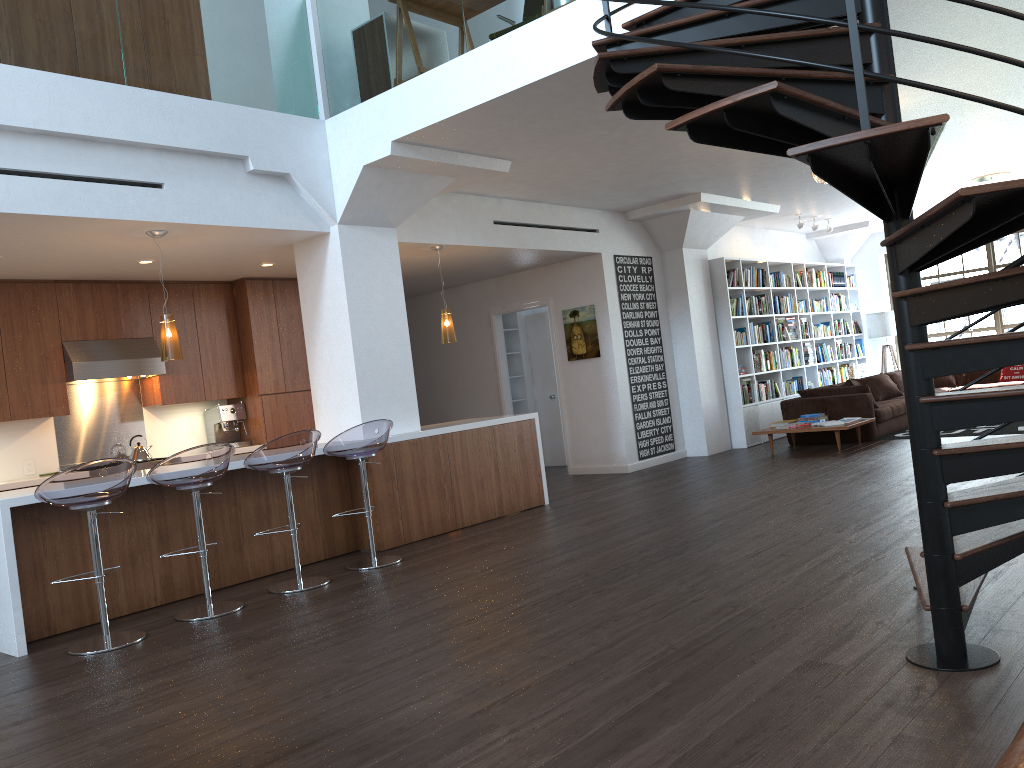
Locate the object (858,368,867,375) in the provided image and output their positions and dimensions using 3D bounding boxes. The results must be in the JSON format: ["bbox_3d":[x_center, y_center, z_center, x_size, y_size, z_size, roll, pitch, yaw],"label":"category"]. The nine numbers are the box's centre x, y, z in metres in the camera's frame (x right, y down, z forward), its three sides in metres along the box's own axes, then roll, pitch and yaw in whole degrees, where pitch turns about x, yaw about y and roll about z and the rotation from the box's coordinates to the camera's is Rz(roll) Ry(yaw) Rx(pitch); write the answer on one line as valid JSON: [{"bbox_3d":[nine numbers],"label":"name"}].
[{"bbox_3d":[5.554,-0.184,14.420,0.331,0.088,0.410,-7,0,41],"label":"object"}]

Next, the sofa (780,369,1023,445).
[{"bbox_3d":[5.952,0.100,11.266,3.481,0.664,4.197,-7,0,41],"label":"sofa"}]

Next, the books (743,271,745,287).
[{"bbox_3d":[2.969,-1.359,11.602,0.161,0.222,0.084,-7,0,41],"label":"books"}]

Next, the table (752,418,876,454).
[{"bbox_3d":[3.456,0.602,10.125,1.100,0.271,0.853,-7,0,41],"label":"table"}]

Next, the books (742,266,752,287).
[{"bbox_3d":[3.099,-1.410,11.770,0.176,0.293,0.125,-7,0,41],"label":"books"}]

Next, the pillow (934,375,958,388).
[{"bbox_3d":[6.221,-0.094,12.965,0.489,0.337,0.238,-7,0,11],"label":"pillow"}]

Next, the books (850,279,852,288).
[{"bbox_3d":[5.440,-1.638,14.404,0.128,0.178,0.021,-7,0,41],"label":"books"}]

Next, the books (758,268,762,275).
[{"bbox_3d":[3.292,-1.420,12.010,0.180,0.265,0.103,-7,0,41],"label":"books"}]

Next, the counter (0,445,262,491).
[{"bbox_3d":[-4.056,0.814,7.171,0.600,0.050,4.387,-7,0,41],"label":"counter"}]

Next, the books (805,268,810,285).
[{"bbox_3d":[4.339,-1.565,13.158,0.140,0.298,0.044,-7,0,41],"label":"books"}]

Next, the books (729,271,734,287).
[{"bbox_3d":[2.736,-1.326,11.353,0.167,0.210,0.162,-7,0,41],"label":"books"}]

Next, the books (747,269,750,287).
[{"bbox_3d":[3.048,-1.379,11.700,0.174,0.242,0.105,-7,0,41],"label":"books"}]

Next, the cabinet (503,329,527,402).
[{"bbox_3d":[0.500,-0.403,12.516,0.527,2.991,2.630,-7,0,41],"label":"cabinet"}]

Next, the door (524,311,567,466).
[{"bbox_3d":[0.296,0.094,11.877,0.826,2.032,0.174,-7,0,41],"label":"door"}]

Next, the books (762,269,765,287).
[{"bbox_3d":[3.340,-1.421,12.031,0.182,0.255,0.077,-7,0,41],"label":"books"}]

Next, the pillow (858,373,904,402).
[{"bbox_3d":[4.987,0.054,12.032,0.625,0.391,0.325,-7,0,-32],"label":"pillow"}]

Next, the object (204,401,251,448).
[{"bbox_3d":[-2.775,0.413,8.736,0.439,0.455,0.284,-7,0,41],"label":"object"}]

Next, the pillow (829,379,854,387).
[{"bbox_3d":[4.125,0.136,10.890,0.269,0.411,0.559,-7,0,-3],"label":"pillow"}]

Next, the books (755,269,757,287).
[{"bbox_3d":[3.197,-1.400,11.863,0.159,0.248,0.089,-7,0,41],"label":"books"}]

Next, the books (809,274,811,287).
[{"bbox_3d":[4.370,-1.523,13.197,0.144,0.207,0.048,-7,0,41],"label":"books"}]

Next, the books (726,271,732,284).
[{"bbox_3d":[2.683,-1.323,11.280,0.182,0.215,0.188,-7,0,41],"label":"books"}]

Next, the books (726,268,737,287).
[{"bbox_3d":[2.821,-1.357,11.449,0.159,0.248,0.089,-7,0,41],"label":"books"}]

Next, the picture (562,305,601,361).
[{"bbox_3d":[0.798,-0.585,10.259,0.450,0.600,0.030,-7,0,41],"label":"picture"}]

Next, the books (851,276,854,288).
[{"bbox_3d":[5.486,-1.652,14.463,0.136,0.196,0.045,-7,0,41],"label":"books"}]

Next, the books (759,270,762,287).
[{"bbox_3d":[3.275,-1.407,11.954,0.174,0.243,0.085,-7,0,41],"label":"books"}]

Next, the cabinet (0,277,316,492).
[{"bbox_3d":[-3.807,0.365,7.514,0.598,2.499,5.299,-7,0,41],"label":"cabinet"}]

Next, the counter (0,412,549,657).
[{"bbox_3d":[-1.941,0.960,5.004,3.039,0.860,8.182,-7,0,12],"label":"counter"}]

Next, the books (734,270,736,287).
[{"bbox_3d":[2.809,-1.342,11.420,0.161,0.222,0.084,-7,0,41],"label":"books"}]

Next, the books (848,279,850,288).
[{"bbox_3d":[5.389,-1.619,14.331,0.110,0.153,0.019,-7,0,41],"label":"books"}]

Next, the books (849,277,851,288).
[{"bbox_3d":[5.417,-1.638,14.389,0.134,0.184,0.030,-7,0,41],"label":"books"}]

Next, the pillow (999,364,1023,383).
[{"bbox_3d":[7.067,-0.182,12.402,0.465,0.308,0.220,-7,0,38],"label":"pillow"}]

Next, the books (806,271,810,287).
[{"bbox_3d":[4.295,-1.534,13.132,0.189,0.247,0.057,-7,0,42],"label":"books"}]

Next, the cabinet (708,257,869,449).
[{"bbox_3d":[4.107,-0.553,12.958,0.461,2.414,4.500,-7,0,41],"label":"cabinet"}]

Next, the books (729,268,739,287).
[{"bbox_3d":[2.851,-1.362,11.480,0.170,0.251,0.118,-7,0,41],"label":"books"}]

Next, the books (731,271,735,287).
[{"bbox_3d":[2.785,-1.337,11.396,0.161,0.218,0.101,-7,0,41],"label":"books"}]

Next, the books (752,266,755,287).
[{"bbox_3d":[3.137,-1.414,11.819,0.197,0.290,0.136,-7,0,41],"label":"books"}]

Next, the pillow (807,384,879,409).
[{"bbox_3d":[3.984,0.195,10.666,0.750,0.364,0.289,-7,0,41],"label":"pillow"}]

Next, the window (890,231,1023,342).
[{"bbox_3d":[8.106,-1.414,13.280,4.648,1.905,0.114,-7,0,41],"label":"window"}]

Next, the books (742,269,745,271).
[{"bbox_3d":[2.981,-1.373,11.631,0.159,0.248,0.089,-7,0,41],"label":"books"}]

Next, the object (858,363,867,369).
[{"bbox_3d":[5.537,-0.270,14.425,0.316,0.088,0.410,-7,0,41],"label":"object"}]

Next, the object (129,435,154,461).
[{"bbox_3d":[-3.411,0.582,8.115,0.222,0.235,0.222,-7,0,16],"label":"object"}]

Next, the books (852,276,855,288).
[{"bbox_3d":[5.515,-1.653,14.492,0.139,0.191,0.036,-7,0,41],"label":"books"}]

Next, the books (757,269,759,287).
[{"bbox_3d":[3.220,-1.405,11.886,0.182,0.253,0.098,-7,0,41],"label":"books"}]

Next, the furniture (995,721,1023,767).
[{"bbox_3d":[1.226,0.773,1.270,0.907,0.453,1.819,-7,0,41],"label":"furniture"}]

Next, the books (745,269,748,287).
[{"bbox_3d":[3.010,-1.379,11.662,0.170,0.251,0.118,-7,0,41],"label":"books"}]

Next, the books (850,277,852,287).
[{"bbox_3d":[5.455,-1.639,14.419,0.128,0.178,0.022,-7,0,41],"label":"books"}]

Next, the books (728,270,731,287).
[{"bbox_3d":[2.701,-1.329,11.335,0.182,0.226,0.173,-7,0,41],"label":"books"}]

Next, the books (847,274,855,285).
[{"bbox_3d":[5.535,-1.676,14.525,0.140,0.231,0.042,-7,0,41],"label":"books"}]

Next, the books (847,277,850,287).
[{"bbox_3d":[5.402,-1.633,14.369,0.128,0.178,0.022,-7,0,41],"label":"books"}]

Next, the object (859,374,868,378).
[{"bbox_3d":[5.564,-0.096,14.420,0.331,0.088,0.410,-7,0,41],"label":"object"}]

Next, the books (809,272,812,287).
[{"bbox_3d":[4.385,-1.542,13.240,0.159,0.241,0.038,-7,0,41],"label":"books"}]

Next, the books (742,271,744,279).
[{"bbox_3d":[2.945,-1.354,11.578,0.161,0.218,0.101,-7,0,41],"label":"books"}]

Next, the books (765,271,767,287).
[{"bbox_3d":[3.381,-1.416,12.089,0.167,0.233,0.077,-7,0,41],"label":"books"}]

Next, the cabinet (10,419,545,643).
[{"bbox_3d":[-1.551,0.937,6.827,0.898,0.796,4.493,-7,0,41],"label":"cabinet"}]

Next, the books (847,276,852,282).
[{"bbox_3d":[5.463,-1.651,14.439,0.127,0.200,0.020,-7,0,41],"label":"books"}]

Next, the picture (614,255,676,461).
[{"bbox_3d":[1.581,-0.333,10.467,0.021,2.380,0.800,-7,0,42],"label":"picture"}]
